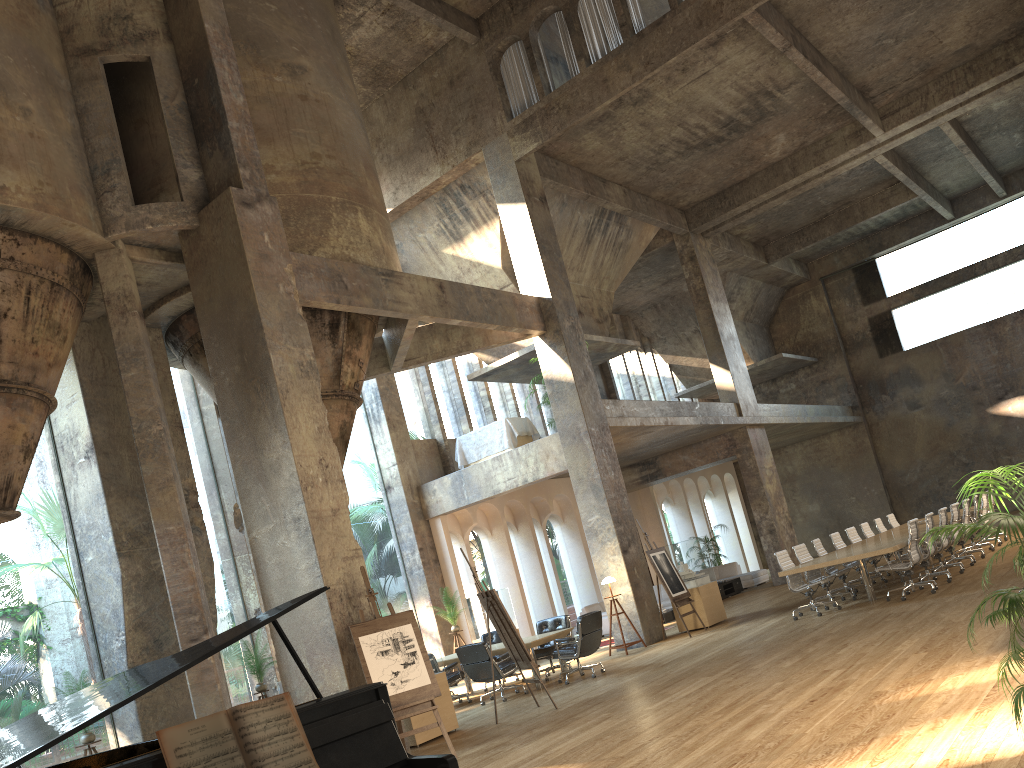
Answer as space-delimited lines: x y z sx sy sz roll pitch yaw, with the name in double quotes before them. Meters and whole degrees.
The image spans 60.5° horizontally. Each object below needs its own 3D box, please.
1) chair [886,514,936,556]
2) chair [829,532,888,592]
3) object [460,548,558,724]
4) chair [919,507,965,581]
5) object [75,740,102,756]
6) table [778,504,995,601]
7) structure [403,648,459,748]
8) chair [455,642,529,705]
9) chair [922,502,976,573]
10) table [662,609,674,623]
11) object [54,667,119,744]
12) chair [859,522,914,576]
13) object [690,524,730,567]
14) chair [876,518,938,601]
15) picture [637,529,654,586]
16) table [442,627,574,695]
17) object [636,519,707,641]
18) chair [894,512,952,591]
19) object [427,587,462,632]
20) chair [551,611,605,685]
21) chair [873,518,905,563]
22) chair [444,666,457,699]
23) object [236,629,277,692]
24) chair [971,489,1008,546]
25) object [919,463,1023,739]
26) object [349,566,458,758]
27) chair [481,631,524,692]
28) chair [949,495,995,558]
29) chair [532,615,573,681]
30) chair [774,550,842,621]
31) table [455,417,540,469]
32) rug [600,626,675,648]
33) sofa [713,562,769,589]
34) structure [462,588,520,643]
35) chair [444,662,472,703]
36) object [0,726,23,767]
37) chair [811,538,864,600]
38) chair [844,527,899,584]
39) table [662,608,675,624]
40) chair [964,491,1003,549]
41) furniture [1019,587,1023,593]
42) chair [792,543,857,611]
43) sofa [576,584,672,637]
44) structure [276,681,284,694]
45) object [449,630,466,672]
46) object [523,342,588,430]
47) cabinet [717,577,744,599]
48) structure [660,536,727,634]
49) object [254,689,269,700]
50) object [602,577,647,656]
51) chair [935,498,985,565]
"chair" 8.162 3.089 17.981 0.716 1.009 0.660 -22 -11 42
"chair" 5.951 2.986 15.095 0.716 1.009 0.660 -22 -11 41
"object" -0.141 2.953 10.545 0.678 2.113 0.719 -12 -7 -22
"chair" 6.522 2.488 13.615 0.716 1.009 0.660 -22 -11 41
"object" -5.009 4.861 10.782 0.671 0.957 0.569 -20 -9 30
"table" 6.795 2.871 14.969 1.638 0.746 7.677 -23 -15 35
"structure" -1.261 3.817 10.605 0.760 0.998 0.731 -21 -10 36
"chair" -0.245 4.082 12.584 0.815 0.878 0.748 -5 -13 -46
"chair" 7.065 2.514 14.328 0.659 1.009 0.717 -7 -11 -45
"table" 2.973 5.045 18.811 0.880 0.242 0.368 -24 -14 36
"object" -5.220 3.941 10.820 0.850 0.925 0.707 -9 -10 -32
"chair" 7.030 3.036 16.504 0.716 1.009 0.660 -22 -11 41
"object" 5.651 4.979 24.980 1.437 1.784 1.345 -22 -11 42
"chair" 3.288 3.407 13.898 13.257 1.015 31.352 -24 -16 35
"picture" 3.277 4.825 23.942 0.071 1.743 1.495 -19 -9 35
"table" -0.215 4.398 13.542 2.467 0.688 1.099 -24 -14 36
"object" 2.589 3.253 14.846 0.699 2.113 0.697 -19 -8 35
"chair" 5.967 2.461 12.887 0.716 1.009 0.661 -21 -10 39
"object" -1.272 4.425 17.249 0.700 0.925 0.859 -19 -10 27
"chair" 0.927 3.781 12.604 0.838 0.878 0.727 -21 -10 32
"chair" 7.585 3.063 17.231 0.716 1.009 0.661 -21 -10 39
"chair" -1.361 4.815 14.453 0.837 0.878 0.728 -20 -10 30
"object" -3.713 4.003 12.755 0.879 0.925 0.683 -22 -11 39
"chair" 9.180 2.627 17.149 0.716 1.009 0.660 -22 -11 41
"object" 2.667 1.071 4.275 1.111 1.434 1.128 -19 -9 27
"object" -1.207 2.863 8.986 0.694 2.113 0.702 -12 -7 -27
"chair" -0.204 4.501 14.405 0.734 0.878 0.830 -16 -9 10
"chair" 8.158 2.568 15.769 0.715 1.009 0.662 -21 -10 35
"chair" 0.577 4.159 13.819 0.744 0.878 0.820 -20 -10 30
"chair" 4.370 2.898 12.970 0.716 1.009 0.660 -22 -11 41
"table" -0.323 1.270 18.140 1.791 0.789 1.110 -23 -13 36
"rug" 1.876 5.097 17.312 2.521 0.009 1.339 -24 -16 36
"sofa" 5.616 5.170 23.322 2.116 0.709 1.066 -24 -14 36
"structure" -0.334 4.850 17.181 0.607 1.523 0.738 -20 -9 36
"chair" -1.086 4.461 13.259 0.746 0.878 0.817 -21 -11 37
"object" -5.622 4.196 9.743 0.677 2.113 0.719 -12 -7 -25
"chair" 5.381 2.962 14.359 0.715 1.009 0.662 -21 -10 35
"chair" 6.487 3.010 15.790 0.659 1.009 0.717 -7 -11 -45
"table" 3.202 5.076 19.102 0.809 0.199 1.105 -24 -15 35
"chair" 8.678 2.592 16.447 0.659 1.009 0.717 -7 -11 -45
"furniture" 4.612 1.581 7.254 0.724 0.828 1.863 -21 -13 35
"chair" 4.868 2.935 13.676 0.659 1.009 0.717 -7 -11 -45
"sofa" 3.067 5.050 19.993 2.113 0.710 2.914 -23 -15 35
"structure" -3.044 5.014 13.706 0.752 0.998 0.739 -21 -10 36
"object" -0.983 5.305 17.125 0.659 0.957 0.580 -15 -8 1
"object" 0.969 0.126 16.942 1.437 1.780 1.345 -22 -11 42
"cabinet" 5.113 5.014 21.325 0.405 0.363 1.554 -22 -14 35
"structure" 3.182 3.543 15.538 0.607 1.523 0.738 -20 -9 36
"object" -3.544 4.959 12.820 0.653 0.957 0.585 -12 -8 -17
"object" 1.677 3.855 14.598 0.583 1.277 0.654 -20 -9 36
"chair" 7.602 2.538 15.024 0.716 1.009 0.660 -22 -11 41
